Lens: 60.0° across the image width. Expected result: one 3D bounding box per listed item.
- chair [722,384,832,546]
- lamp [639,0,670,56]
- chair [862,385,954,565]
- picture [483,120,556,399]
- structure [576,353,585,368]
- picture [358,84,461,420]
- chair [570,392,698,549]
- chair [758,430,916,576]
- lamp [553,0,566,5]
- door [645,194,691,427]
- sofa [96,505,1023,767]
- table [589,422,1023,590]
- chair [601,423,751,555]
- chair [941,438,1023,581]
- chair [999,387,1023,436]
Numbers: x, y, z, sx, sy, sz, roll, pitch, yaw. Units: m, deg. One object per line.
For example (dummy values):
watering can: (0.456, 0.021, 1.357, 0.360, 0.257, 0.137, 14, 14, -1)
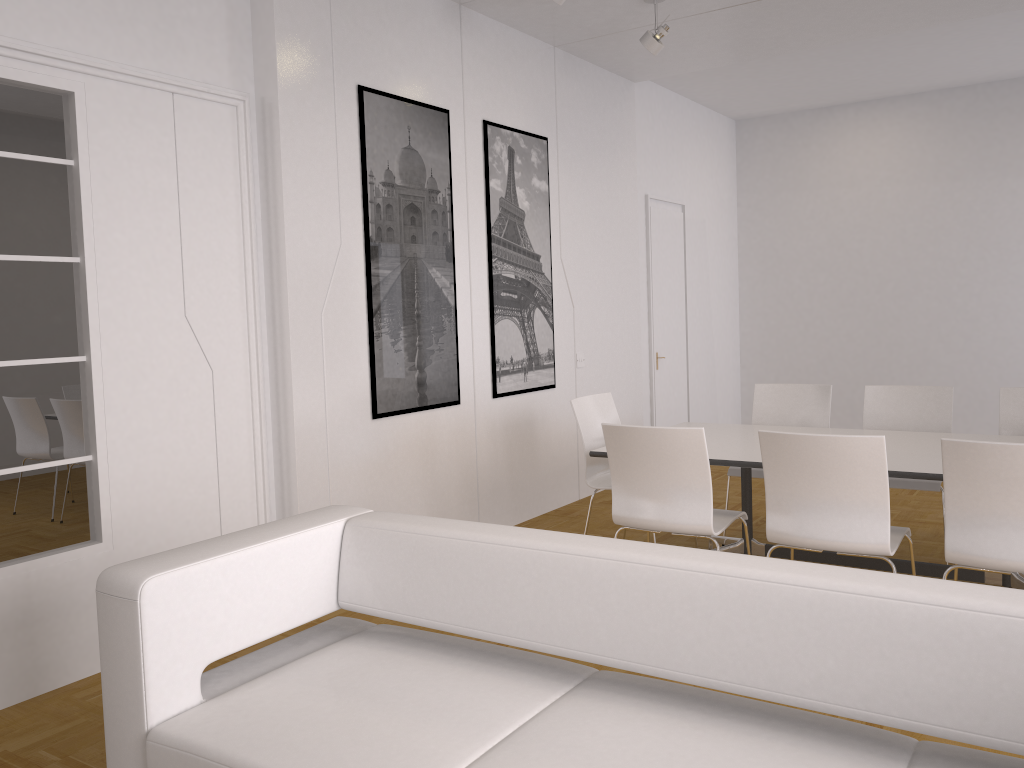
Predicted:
chair: (1.614, 0.486, 5.300, 0.561, 0.930, 0.576, 0, 4, 34)
lamp: (0.858, -2.187, 5.412, 0.167, 0.364, 0.174, -3, 4, -14)
chair: (2.164, 0.496, 4.934, 0.561, 0.930, 0.576, 0, 4, 34)
picture: (0.070, -0.826, 6.007, 0.016, 1.778, 0.788, 0, 4, 34)
structure: (0.519, -0.179, 6.699, 0.013, 0.104, 0.114, 0, 5, 34)
picture: (-0.562, -0.728, 5.059, 0.013, 1.778, 0.788, 0, 4, 34)
chair: (0.669, 0.537, 4.975, 0.575, 0.930, 0.561, 0, 4, 34)
chair: (1.327, 0.629, 3.625, 0.561, 0.930, 0.576, 0, 4, 34)
lamp: (0.219, -2.088, 4.451, 0.167, 0.364, 0.174, -3, 4, -14)
door: (1.491, -0.528, 8.456, 0.132, 2.450, 0.872, 0, 4, 34)
sofa: (0.323, 0.842, 1.733, 2.623, 0.847, 0.823, 1, 5, 34)
table: (1.736, 0.662, 4.295, 2.411, 0.721, 1.212, 1, 5, 34)
chair: (0.743, 0.619, 4.014, 0.561, 0.930, 0.576, 0, 4, 34)
chair: (1.877, 0.640, 3.260, 0.561, 0.930, 0.576, 0, 4, 34)
chair: (2.748, 0.507, 4.546, 0.561, 0.930, 0.576, 0, 4, 34)
